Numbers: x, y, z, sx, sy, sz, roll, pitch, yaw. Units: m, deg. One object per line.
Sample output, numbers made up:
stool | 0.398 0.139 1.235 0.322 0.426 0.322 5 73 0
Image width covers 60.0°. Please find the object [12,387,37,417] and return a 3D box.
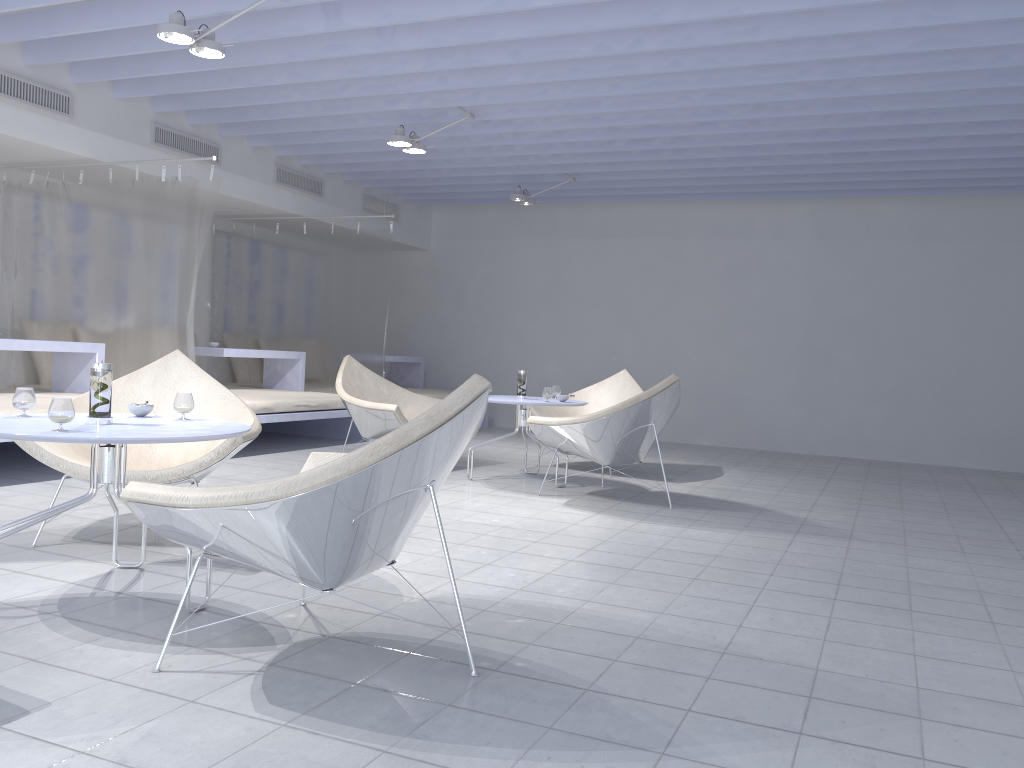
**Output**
object | -1.548 0.058 2.815 0.068 0.091 0.068 4 2 16

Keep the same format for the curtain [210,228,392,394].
curtain | -1.987 -0.635 8.105 1.998 1.559 0.125 4 2 22

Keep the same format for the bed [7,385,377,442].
bed | -2.480 0.243 7.113 2.016 0.427 2.200 4 2 23

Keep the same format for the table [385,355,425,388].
table | -1.396 -0.088 9.620 0.416 0.450 1.065 4 2 23

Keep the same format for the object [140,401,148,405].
object | -1.270 0.069 3.064 0.012 0.016 0.098 3 2 -11

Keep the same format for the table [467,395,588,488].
table | 0.074 0.365 5.822 0.825 0.534 0.823 3 2 0

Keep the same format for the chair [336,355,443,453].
chair | -0.866 0.195 6.048 0.753 0.759 0.906 4 2 27

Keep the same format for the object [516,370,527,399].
object | 0.066 0.004 5.847 0.075 0.185 0.075 3 2 -14

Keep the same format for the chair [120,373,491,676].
chair | -0.420 0.332 2.339 0.753 0.759 0.906 4 2 19

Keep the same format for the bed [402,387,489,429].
bed | -1.609 0.227 9.146 2.016 0.427 2.200 4 2 23

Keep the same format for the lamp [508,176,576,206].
lamp | 0.289 -1.777 8.106 0.587 0.218 0.380 4 2 23

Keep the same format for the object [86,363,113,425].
object | -1.261 0.027 2.720 0.075 0.189 0.075 4 2 15

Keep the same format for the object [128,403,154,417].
object | -1.270 0.090 3.033 0.082 0.043 0.082 3 2 -9

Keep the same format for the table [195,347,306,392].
table | -2.267 -0.072 7.587 0.416 0.450 1.065 4 2 23

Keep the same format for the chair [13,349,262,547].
chair | -1.487 0.234 3.678 0.906 0.759 0.753 3 2 -7

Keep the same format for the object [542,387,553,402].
object | 0.224 0.068 5.565 0.068 0.091 0.068 3 2 13

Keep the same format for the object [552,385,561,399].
object | 0.297 0.057 6.035 0.068 0.091 0.068 3 2 13

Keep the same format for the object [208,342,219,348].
object | -2.443 -0.319 7.261 0.082 0.043 0.082 3 2 -16

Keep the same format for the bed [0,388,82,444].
bed | -3.366 0.260 5.088 2.022 0.422 2.200 4 2 23

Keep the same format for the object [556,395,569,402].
object | 0.324 0.094 5.684 0.082 0.043 0.082 4 2 25

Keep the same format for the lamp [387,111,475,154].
lamp | -0.543 -1.762 6.165 0.587 0.218 0.380 4 2 23

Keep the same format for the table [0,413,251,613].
table | -1.247 0.389 2.743 0.825 0.534 0.823 3 2 14

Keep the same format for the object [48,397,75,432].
object | -1.248 0.084 2.457 0.068 0.091 0.068 1 2 -44

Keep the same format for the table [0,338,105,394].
table | -3.140 -0.056 5.551 0.416 0.450 1.065 4 2 23

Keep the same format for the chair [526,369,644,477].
chair | 0.664 0.257 6.678 0.906 0.759 0.753 4 2 38

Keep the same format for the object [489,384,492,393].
object | -0.166 0.034 5.981 0.068 0.091 0.068 3 2 13

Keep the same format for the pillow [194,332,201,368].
pillow | -3.050 -0.236 8.143 0.230 0.521 0.524 4 2 21

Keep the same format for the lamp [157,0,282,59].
lamp | -1.366 -1.747 4.244 0.587 0.218 0.380 4 2 23

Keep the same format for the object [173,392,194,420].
object | -1.114 0.075 3.012 0.068 0.091 0.068 2 2 -38

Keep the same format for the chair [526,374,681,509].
chair | 0.641 0.300 5.224 0.753 0.759 0.906 5 2 41

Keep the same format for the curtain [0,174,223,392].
curtain | -2.823 -0.637 6.048 2.050 1.552 0.151 4 2 23
